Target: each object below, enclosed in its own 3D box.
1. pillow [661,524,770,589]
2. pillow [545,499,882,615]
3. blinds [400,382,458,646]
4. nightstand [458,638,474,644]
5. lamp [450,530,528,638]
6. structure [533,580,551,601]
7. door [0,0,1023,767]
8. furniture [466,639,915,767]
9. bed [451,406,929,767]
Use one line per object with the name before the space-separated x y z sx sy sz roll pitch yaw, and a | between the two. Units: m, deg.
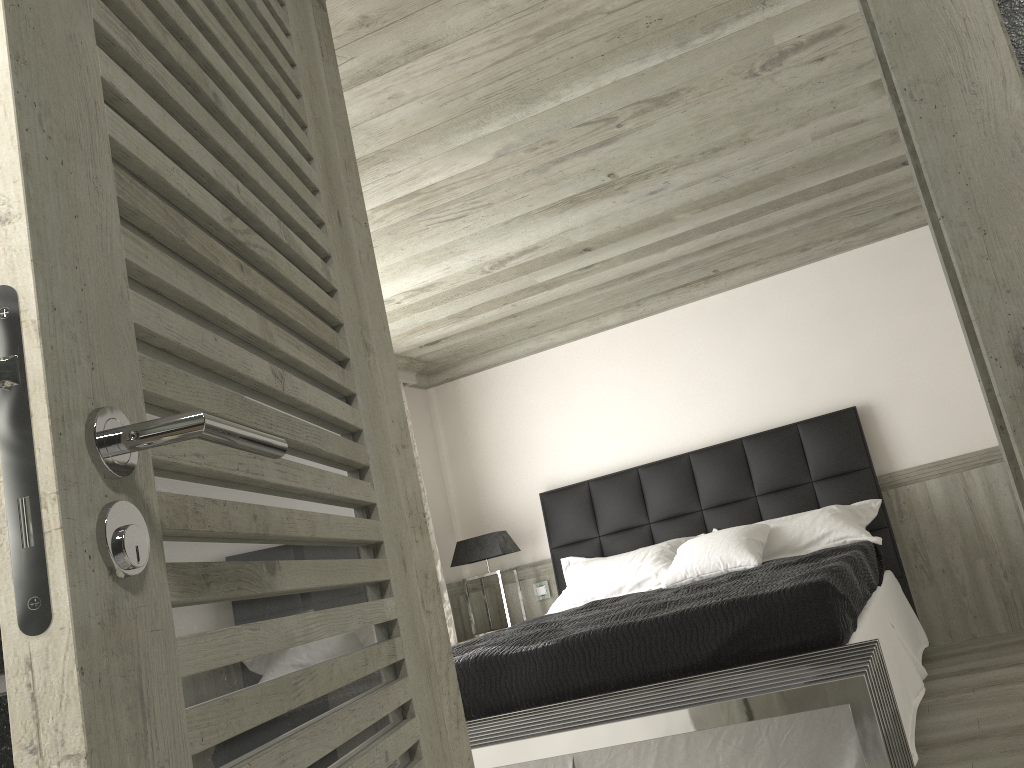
pillow | 1.248 1.040 5.331 0.613 0.271 0.495 -19 -13 23
pillow | 1.270 1.106 5.747 2.228 0.379 0.670 -18 -13 18
blinds | -0.766 1.138 5.987 0.140 2.791 0.886 -17 -12 25
nightstand | 0.001 2.118 6.199 0.453 0.718 0.453 -17 -12 20
lamp | -0.152 1.446 6.344 0.413 0.689 0.311 -17 -12 19
structure | 0.223 1.547 6.542 0.118 0.128 0.018 -17 -12 17
door | -0.075 0.036 1.116 1.409 2.502 1.118 -19 -13 30
furniture | 0.370 1.362 2.909 1.764 0.556 0.615 -18 -13 18
bed | 0.765 1.109 4.702 2.377 1.614 3.195 -18 -13 21
